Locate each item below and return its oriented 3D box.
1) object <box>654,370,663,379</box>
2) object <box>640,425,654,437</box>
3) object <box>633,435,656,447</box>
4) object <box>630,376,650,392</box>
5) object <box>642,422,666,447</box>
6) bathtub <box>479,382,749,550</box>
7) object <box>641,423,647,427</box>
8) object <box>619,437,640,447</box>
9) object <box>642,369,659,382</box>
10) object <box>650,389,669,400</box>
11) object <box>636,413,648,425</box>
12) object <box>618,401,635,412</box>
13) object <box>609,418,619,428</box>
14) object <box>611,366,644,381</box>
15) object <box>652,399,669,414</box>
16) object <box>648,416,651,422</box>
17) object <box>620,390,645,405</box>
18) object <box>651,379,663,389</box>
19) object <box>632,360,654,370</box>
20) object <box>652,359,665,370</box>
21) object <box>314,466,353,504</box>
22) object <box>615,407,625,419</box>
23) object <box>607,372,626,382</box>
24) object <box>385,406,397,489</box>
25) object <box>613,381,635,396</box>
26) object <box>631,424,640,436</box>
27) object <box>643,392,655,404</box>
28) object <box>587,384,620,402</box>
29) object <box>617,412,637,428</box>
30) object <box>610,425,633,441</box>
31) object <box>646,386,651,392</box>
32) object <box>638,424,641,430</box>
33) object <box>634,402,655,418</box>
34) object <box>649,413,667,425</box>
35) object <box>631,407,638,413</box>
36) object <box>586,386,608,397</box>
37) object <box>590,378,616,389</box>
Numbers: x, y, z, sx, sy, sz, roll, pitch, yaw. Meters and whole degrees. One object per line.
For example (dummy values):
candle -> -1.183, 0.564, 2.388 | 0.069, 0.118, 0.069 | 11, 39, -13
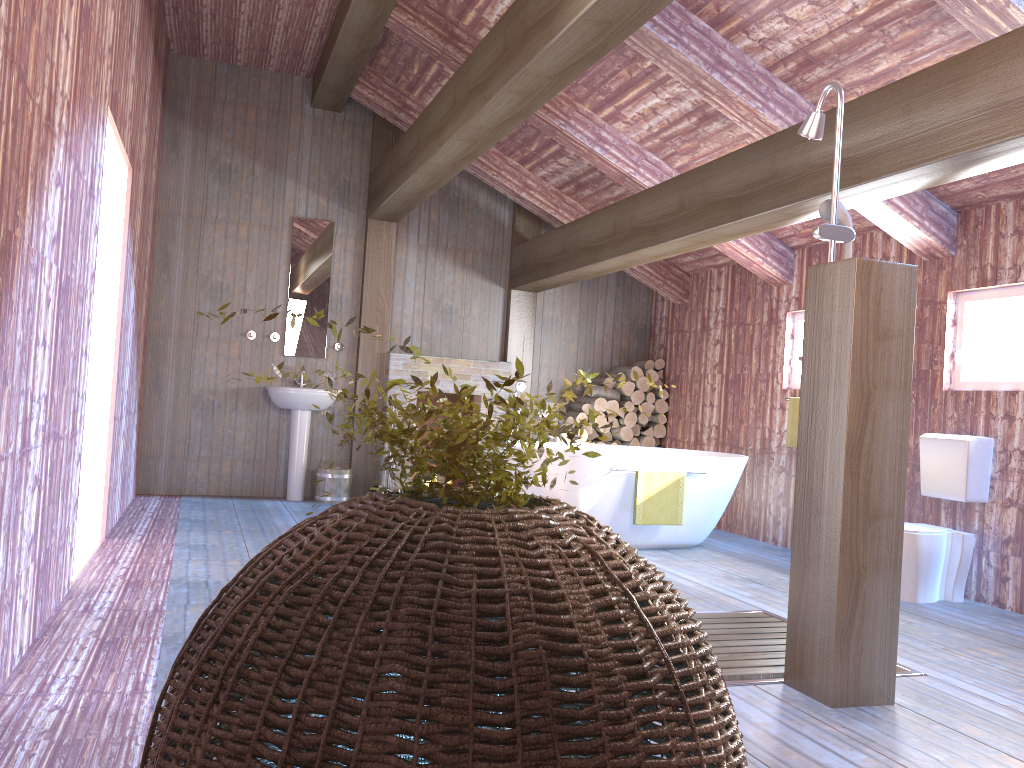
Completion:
object -> 1.351, -0.097, 8.555 | 0.081, 0.100, 0.281 | 4, -1, -19
object -> 1.206, 0.437, 8.448 | 0.115, 0.112, 0.423 | 4, -1, -19
object -> 1.196, 0.553, 8.452 | 0.137, 0.133, 0.437 | 4, -1, -21
object -> 1.137, -0.001, 8.425 | 0.141, 0.143, 0.437 | 4, -1, -21
object -> 1.308, 0.490, 8.494 | 0.137, 0.256, 0.439 | 4, -1, -19
bathtub -> 0.731, 0.567, 6.271 | 1.935, 1.109, 1.460 | 4, -1, 2
object -> 1.217, 0.373, 8.439 | 0.067, 0.069, 0.177 | 4, -1, -19
object -> 1.088, 0.554, 8.380 | 0.114, 0.113, 0.301 | 4, -1, -22
object -> 1.237, -0.070, 8.481 | 0.133, 0.142, 0.456 | 4, -1, -18
object -> 1.351, 0.094, 8.499 | 0.102, 0.109, 0.438 | 4, -1, -19
object -> 1.148, 0.322, 8.426 | 0.102, 0.109, 0.438 | 4, -1, -19
object -> 1.014, 0.205, 8.376 | 0.102, 0.109, 0.438 | 4, -1, -19
object -> 0.921, 0.360, 8.351 | 0.085, 0.096, 0.280 | 4, -1, -18
object -> 1.089, -0.096, 8.427 | 0.135, 0.139, 0.456 | 4, -1, -18
object -> 1.330, 0.206, 8.496 | 0.147, 0.152, 0.439 | 4, -1, -19
object -> 1.259, 0.322, 8.514 | 0.088, 0.092, 0.280 | 4, -1, -19
object -> 1.091, 0.132, 8.408 | 0.143, 0.151, 0.440 | 4, -1, -19
object -> 1.342, -0.001, 8.536 | 0.107, 0.115, 0.269 | 4, -1, -18
object -> 1.256, -0.166, 8.504 | 0.104, 0.121, 0.270 | 4, -1, -18
object -> 1.358, -0.182, 8.541 | 0.112, 0.113, 0.271 | 4, -1, -19
object -> -1.509, 0.856, 7.498 | 0.309, 0.290, 0.308 | 4, -1, -9
object -> 0.925, 0.269, 8.345 | 0.109, 0.124, 0.424 | 4, -1, -20
object -> 0.984, -0.064, 8.359 | 0.094, 0.097, 0.227 | 4, -1, -19
object -> -1.063, 0.588, 7.575 | 0.276, 0.888, 0.333 | 3, -1, 22
object -> 0.999, 0.036, 8.394 | 0.139, 0.148, 0.458 | 4, -1, -19
object -> 1.092, 0.427, 8.393 | 0.111, 0.118, 0.302 | 4, -1, -20
object -> 1.224, 0.129, 8.453 | 0.089, 0.106, 0.437 | 4, -1, -18
object -> 0.849, 0.085, 8.213 | 0.302, 0.157, 0.121 | 4, -1, -18
object -> 1.025, 0.335, 8.384 | 0.136, 0.157, 0.439 | 4, -1, -19
object -> 0.977, 0.456, 8.366 | 0.141, 0.143, 0.437 | 4, -1, -21
object -> 1.216, 0.047, 8.559 | 0.132, 0.119, 0.319 | 4, -1, -18
object -> 1.159, 0.406, 8.418 | 0.065, 0.069, 0.177 | 4, -1, -20
object -> 1.176, 0.243, 8.468 | 0.172, 0.151, 0.482 | 4, -1, -18
object -> 1.332, 0.325, 8.493 | 0.102, 0.109, 0.438 | 4, -1, -19
object -> 1.087, 0.257, 8.383 | 0.095, 0.090, 0.278 | 4, -1, -18
object -> 0.808, 0.082, 8.408 | 0.113, 0.130, 0.291 | 4, -1, -18
object -> 0.863, 0.001, 8.429 | 0.140, 0.121, 0.319 | 4, -1, -18
